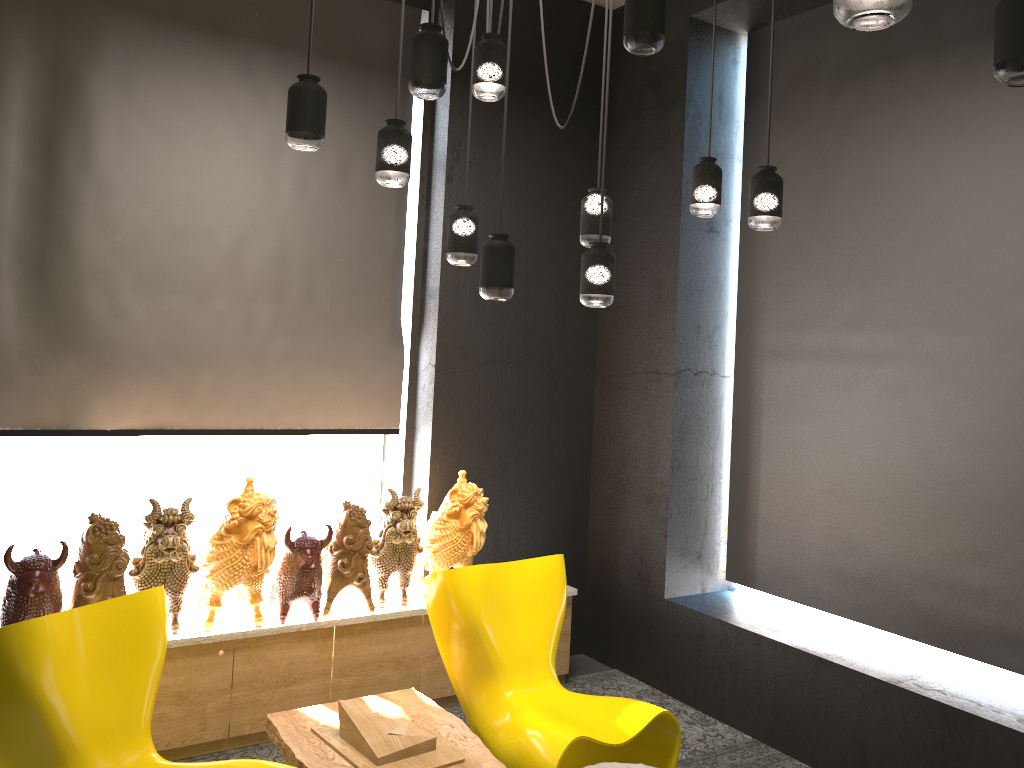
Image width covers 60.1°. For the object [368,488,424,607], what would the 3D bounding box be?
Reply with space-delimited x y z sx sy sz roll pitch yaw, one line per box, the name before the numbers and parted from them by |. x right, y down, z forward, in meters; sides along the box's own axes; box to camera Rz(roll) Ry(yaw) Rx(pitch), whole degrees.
object | -0.611 0.782 4.347 0.271 0.581 0.430 4 -2 -40

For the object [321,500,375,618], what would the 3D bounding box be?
object | -0.813 0.802 4.252 0.249 0.547 0.475 4 -1 -25

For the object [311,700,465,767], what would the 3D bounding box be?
object | -0.463 1.266 3.262 0.350 0.136 0.520 2 2 -38

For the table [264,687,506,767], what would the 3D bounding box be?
table | -0.483 1.487 3.314 0.693 0.309 0.830 2 1 -33

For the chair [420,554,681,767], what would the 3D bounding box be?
chair | 0.081 1.210 3.686 0.656 0.898 1.070 4 0 -38

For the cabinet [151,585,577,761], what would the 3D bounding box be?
cabinet | -0.912 1.325 4.180 2.725 0.531 0.404 2 0 -33

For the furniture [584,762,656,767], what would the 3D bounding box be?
furniture | 0.400 1.511 2.862 0.613 0.421 0.610 3 1 -39

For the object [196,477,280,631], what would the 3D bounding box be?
object | -1.232 0.728 3.930 0.307 0.656 0.469 4 -1 -28

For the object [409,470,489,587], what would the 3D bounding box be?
object | -0.335 0.756 4.512 0.307 0.656 0.469 4 -1 -28

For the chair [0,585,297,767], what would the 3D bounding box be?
chair | -1.261 1.169 2.824 1.070 0.899 0.656 3 -1 27

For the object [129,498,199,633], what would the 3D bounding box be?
object | -1.508 0.755 3.765 0.271 0.581 0.430 4 -2 -40

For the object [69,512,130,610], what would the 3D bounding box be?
object | -1.709 0.775 3.669 0.249 0.547 0.475 4 -1 -25

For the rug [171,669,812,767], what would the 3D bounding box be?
rug | -0.147 1.655 3.279 3.589 0.010 2.192 2 2 -33

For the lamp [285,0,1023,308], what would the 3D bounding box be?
lamp | 0.644 -1.371 2.305 2.845 2.278 2.671 3 0 11

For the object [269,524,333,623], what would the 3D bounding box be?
object | -0.995 0.838 4.077 0.219 0.442 0.463 4 -1 -28

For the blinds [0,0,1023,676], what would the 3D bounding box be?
blinds | -3.446 -0.715 2.546 12.700 3.318 3.522 3 0 -13

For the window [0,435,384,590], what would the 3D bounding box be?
window | -1.674 -0.595 4.602 2.304 3.175 0.051 4 -2 -33

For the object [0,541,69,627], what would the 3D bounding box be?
object | -1.891 0.811 3.494 0.219 0.442 0.463 4 -1 -28
